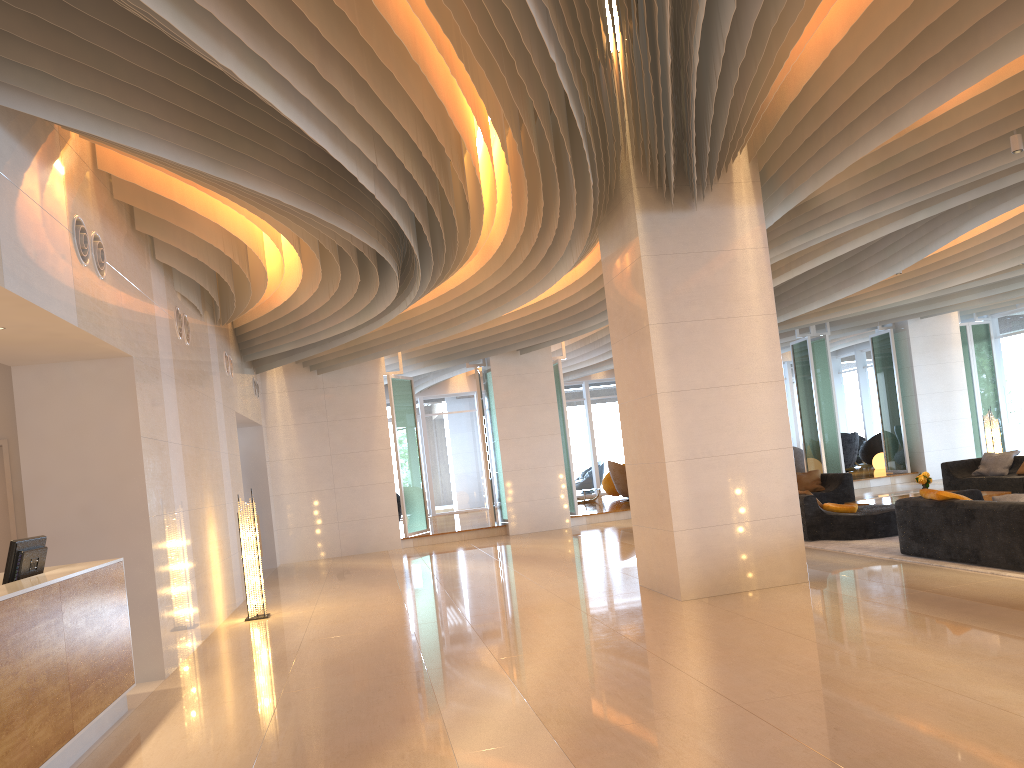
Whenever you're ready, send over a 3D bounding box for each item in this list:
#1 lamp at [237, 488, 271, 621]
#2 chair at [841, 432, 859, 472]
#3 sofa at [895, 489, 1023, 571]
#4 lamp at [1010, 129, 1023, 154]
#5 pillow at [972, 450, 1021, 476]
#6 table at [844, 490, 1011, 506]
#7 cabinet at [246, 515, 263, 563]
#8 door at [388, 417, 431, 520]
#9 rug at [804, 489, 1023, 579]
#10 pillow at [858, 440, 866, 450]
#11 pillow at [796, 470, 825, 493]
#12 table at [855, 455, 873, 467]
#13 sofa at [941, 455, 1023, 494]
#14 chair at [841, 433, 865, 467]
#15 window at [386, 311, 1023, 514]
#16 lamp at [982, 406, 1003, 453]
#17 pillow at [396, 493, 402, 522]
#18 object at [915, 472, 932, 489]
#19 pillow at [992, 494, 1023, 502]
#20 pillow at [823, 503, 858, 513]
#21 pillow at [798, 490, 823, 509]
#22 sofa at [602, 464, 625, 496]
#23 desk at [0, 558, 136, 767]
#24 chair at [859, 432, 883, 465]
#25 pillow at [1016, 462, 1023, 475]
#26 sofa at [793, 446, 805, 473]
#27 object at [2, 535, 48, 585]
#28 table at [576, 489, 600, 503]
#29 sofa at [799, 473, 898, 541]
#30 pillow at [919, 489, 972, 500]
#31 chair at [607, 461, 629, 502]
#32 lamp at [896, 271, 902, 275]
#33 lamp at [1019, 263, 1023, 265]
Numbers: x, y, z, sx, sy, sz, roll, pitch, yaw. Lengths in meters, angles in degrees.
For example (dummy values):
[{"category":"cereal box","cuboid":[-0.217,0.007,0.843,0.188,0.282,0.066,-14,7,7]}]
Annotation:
[{"category":"lamp","cuboid":[-2.926,1.902,9.943,0.251,1.448,0.249,-6,-2,-11]},{"category":"chair","cuboid":[8.427,1.805,23.047,1.540,1.003,1.123,-3,-5,-38]},{"category":"sofa","cuboid":[4.678,1.224,7.344,0.946,0.581,3.769,-6,-5,-10]},{"category":"lamp","cuboid":[4.139,-2.684,7.426,0.090,1.503,0.088,-6,-2,-20]},{"category":"pillow","cuboid":[7.934,1.305,14.559,0.555,0.377,0.632,-4,-5,-33]},{"category":"table","cuboid":[5.971,1.752,12.831,1.609,0.219,1.597,-6,-5,-11]},{"category":"cabinet","cuboid":[-4.180,2.376,13.430,0.562,0.660,1.507,-6,-5,-10]},{"category":"door","cuboid":[-3.116,2.361,24.555,1.467,2.765,0.060,-6,-2,-12]},{"category":"rug","cuboid":[6.772,1.350,8.094,5.541,0.022,16.184,-6,-5,-10]},{"category":"pillow","cuboid":[10.072,1.770,25.803,0.500,0.408,0.468,-8,-4,16]},{"category":"pillow","cuboid":[5.105,1.711,15.484,0.635,0.377,0.552,-7,-4,11]},{"category":"table","cuboid":[9.998,2.123,24.740,1.082,0.317,0.819,-6,-5,-4]},{"category":"sofa","cuboid":[8.034,1.370,13.262,0.946,0.581,3.769,-6,-5,-10]},{"category":"chair","cuboid":[9.728,1.899,25.758,1.516,1.003,1.140,-7,-4,2]},{"category":"window","cuboid":[10.385,-0.658,10.981,22.496,3.212,53.778,-1,-7,-45]},{"category":"lamp","cuboid":[8.469,1.103,15.570,0.251,1.448,0.249,-6,-2,-11]},{"category":"pillow","cuboid":[-3.033,2.718,18.618,1.527,1.003,1.132,-6,-4,-13]},{"category":"object","cuboid":[6.050,1.459,13.012,0.234,0.376,0.269,-7,-3,21]},{"category":"pillow","cuboid":[4.538,1.140,7.719,0.422,0.376,0.586,-6,-4,-8]},{"category":"pillow","cuboid":[4.149,1.557,11.194,0.406,0.135,0.422,-9,-5,23]},{"category":"pillow","cuboid":[3.854,1.510,11.456,0.330,0.310,0.423,-6,-4,-9]},{"category":"sofa","cuboid":[3.570,2.422,23.155,2.587,0.899,1.102,-5,-4,-21]},{"category":"desk","cuboid":[-2.578,1.431,2.880,0.902,1.046,6.655,-6,-5,-10]},{"category":"chair","cuboid":[10.049,1.683,23.754,1.524,1.003,1.135,-6,-4,-8]},{"category":"pillow","cuboid":[8.059,1.244,13.730,0.324,0.311,0.406,-6,-4,-13]},{"category":"sofa","cuboid":[6.254,2.029,22.187,2.530,0.899,1.127,-10,-5,39]},{"category":"object","cuboid":[-2.993,1.175,5.535,0.356,0.434,0.535,-6,-4,-11]},{"category":"table","cuboid":[1.725,2.863,22.451,1.082,0.317,0.819,-6,-5,-4]},{"category":"sofa","cuboid":[4.678,1.709,13.155,2.839,0.652,5.077,-6,-5,-10]},{"category":"pillow","cuboid":[4.313,1.184,8.587,0.544,0.377,0.644,-7,-4,11]},{"category":"chair","cuboid":[2.883,2.258,21.028,1.138,1.003,1.520,-6,-4,-3]},{"category":"lamp","cuboid":[5.559,-2.351,12.960,0.088,1.503,0.090,-8,-2,34]},{"category":"lamp","cuboid":[7.578,-2.545,13.373,0.088,1.503,0.090,-8,-2,34]}]
